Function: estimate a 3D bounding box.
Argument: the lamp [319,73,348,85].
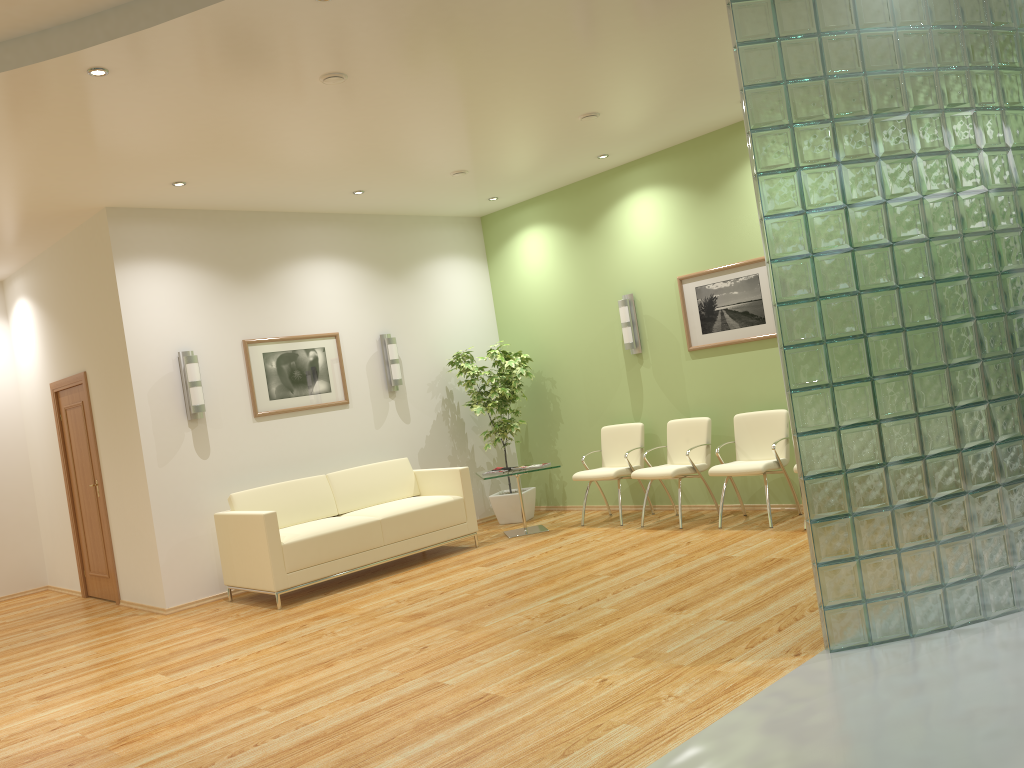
[{"bbox_3d":[-1.041,-1.774,5.178,0.167,0.024,0.167,-9,0,-4],"label":"lamp"}]

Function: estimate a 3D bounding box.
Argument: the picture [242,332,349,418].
[{"bbox_3d":[-1.981,-0.101,8.226,1.000,0.700,0.025,-9,0,-43],"label":"picture"}]

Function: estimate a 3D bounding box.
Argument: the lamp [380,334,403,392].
[{"bbox_3d":[-1.201,-0.219,8.891,0.134,0.580,0.142,-9,0,-43],"label":"lamp"}]

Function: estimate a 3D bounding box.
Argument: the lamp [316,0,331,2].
[{"bbox_3d":[-0.876,-1.807,4.135,0.105,0.011,0.105,-9,0,16],"label":"lamp"}]

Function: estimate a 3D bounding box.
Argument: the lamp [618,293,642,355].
[{"bbox_3d":[1.128,-0.575,8.569,0.142,0.580,0.134,-9,0,-43],"label":"lamp"}]

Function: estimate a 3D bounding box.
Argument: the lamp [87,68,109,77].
[{"bbox_3d":[-2.144,-1.613,4.594,0.105,0.011,0.105,-9,0,4],"label":"lamp"}]

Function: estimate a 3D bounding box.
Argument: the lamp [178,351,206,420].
[{"bbox_3d":[-2.686,0.006,7.470,0.134,0.580,0.142,-9,0,-43],"label":"lamp"}]

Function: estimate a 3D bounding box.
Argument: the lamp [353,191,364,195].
[{"bbox_3d":[-1.383,-1.725,7.998,0.105,0.011,0.105,-9,0,-10],"label":"lamp"}]

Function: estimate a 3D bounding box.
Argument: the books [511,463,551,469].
[{"bbox_3d":[0.182,0.783,8.487,0.328,0.031,0.230,-9,0,22],"label":"books"}]

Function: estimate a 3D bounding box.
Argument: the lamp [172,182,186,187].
[{"bbox_3d":[-2.574,-1.544,6.859,0.105,0.011,0.105,-9,0,-10],"label":"lamp"}]

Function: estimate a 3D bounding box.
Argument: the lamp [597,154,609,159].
[{"bbox_3d":[0.827,-2.062,8.048,0.105,0.011,0.105,-9,0,28],"label":"lamp"}]

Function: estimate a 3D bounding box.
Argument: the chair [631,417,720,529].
[{"bbox_3d":[1.452,0.780,7.876,0.650,0.881,0.536,-9,0,-38],"label":"chair"}]

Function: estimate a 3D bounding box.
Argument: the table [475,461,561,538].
[{"bbox_3d":[0.091,1.124,8.561,0.736,0.614,0.736,-9,0,-8],"label":"table"}]

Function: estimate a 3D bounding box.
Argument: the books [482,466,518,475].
[{"bbox_3d":[-0.115,0.829,8.553,0.230,0.031,0.328,-9,0,27],"label":"books"}]

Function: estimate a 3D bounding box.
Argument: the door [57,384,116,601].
[{"bbox_3d":[-4.000,1.026,8.320,0.098,2.001,0.823,-9,0,-43],"label":"door"}]

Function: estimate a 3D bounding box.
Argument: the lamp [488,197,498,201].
[{"bbox_3d":[-0.192,-1.905,9.138,0.105,0.011,0.105,-9,0,-17],"label":"lamp"}]

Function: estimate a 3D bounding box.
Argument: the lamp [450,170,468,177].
[{"bbox_3d":[-0.466,-1.858,7.862,0.167,0.024,0.167,-9,0,7],"label":"lamp"}]

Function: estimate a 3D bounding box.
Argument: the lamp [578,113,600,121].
[{"bbox_3d":[0.587,-2.021,6.735,0.167,0.024,0.167,-9,0,7],"label":"lamp"}]

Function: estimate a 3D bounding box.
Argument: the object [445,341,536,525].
[{"bbox_3d":[-0.112,0.505,9.280,0.943,1.900,0.668,-9,0,-35],"label":"object"}]

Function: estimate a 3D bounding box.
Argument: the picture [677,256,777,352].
[{"bbox_3d":[1.911,-0.696,7.817,0.025,0.700,1.000,-9,0,-43],"label":"picture"}]
